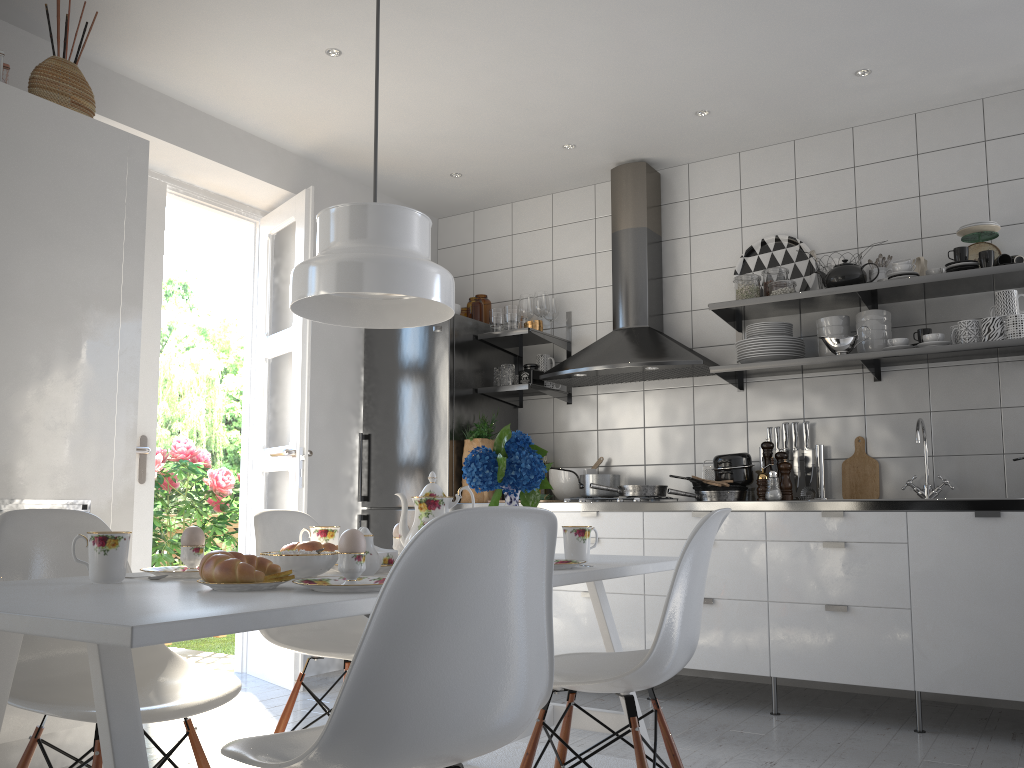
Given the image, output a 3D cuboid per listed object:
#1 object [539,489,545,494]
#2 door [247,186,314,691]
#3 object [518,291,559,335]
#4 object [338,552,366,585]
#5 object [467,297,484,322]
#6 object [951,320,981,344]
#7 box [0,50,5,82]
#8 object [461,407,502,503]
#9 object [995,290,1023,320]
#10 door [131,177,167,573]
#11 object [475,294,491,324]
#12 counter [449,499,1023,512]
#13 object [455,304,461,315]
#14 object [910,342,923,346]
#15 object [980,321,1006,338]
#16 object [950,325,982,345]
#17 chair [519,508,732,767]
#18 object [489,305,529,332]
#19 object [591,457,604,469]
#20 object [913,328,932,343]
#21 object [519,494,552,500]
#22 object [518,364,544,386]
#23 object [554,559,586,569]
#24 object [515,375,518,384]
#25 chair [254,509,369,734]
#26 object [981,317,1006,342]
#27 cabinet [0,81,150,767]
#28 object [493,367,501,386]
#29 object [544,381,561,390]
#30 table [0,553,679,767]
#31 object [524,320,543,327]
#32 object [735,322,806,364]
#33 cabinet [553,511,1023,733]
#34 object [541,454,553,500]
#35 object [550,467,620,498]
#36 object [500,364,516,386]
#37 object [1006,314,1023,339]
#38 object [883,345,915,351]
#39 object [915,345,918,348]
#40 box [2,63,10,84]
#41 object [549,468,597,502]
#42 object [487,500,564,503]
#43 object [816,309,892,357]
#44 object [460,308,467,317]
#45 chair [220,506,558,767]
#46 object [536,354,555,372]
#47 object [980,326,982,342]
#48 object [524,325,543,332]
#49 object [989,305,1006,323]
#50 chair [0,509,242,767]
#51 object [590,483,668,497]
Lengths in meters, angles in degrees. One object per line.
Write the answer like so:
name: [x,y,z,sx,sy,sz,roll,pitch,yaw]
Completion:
object: [0.128,0.561,4.689,0.077,0.140,0.044,-4,-7,32]
door: [-1.131,0.249,4.295,0.157,2.317,0.603,5,-8,-37]
object: [0.143,-0.361,4.829,0.193,0.243,0.206,-4,-8,30]
object: [-0.276,0.318,1.524,0.048,0.057,0.048,2,-7,-17]
object: [-0.201,-0.391,4.831,0.093,0.153,0.093,5,-8,-35]
object: [1.794,-0.194,3.490,0.083,0.100,0.109,0,-7,2]
box: [-1.614,-0.969,2.721,0.081,0.110,0.081,6,-9,-42]
object: [-0.151,0.362,4.508,0.174,0.507,0.284,-2,-7,20]
object: [1.912,-0.307,3.404,0.083,0.100,0.109,3,-8,-23]
door: [-1.792,0.176,3.788,0.157,2.317,0.604,-4,-7,32]
object: [-0.171,-0.397,4.935,0.097,0.194,0.097,-4,-8,32]
counter: [1.229,0.523,3.779,3.243,0.045,0.653,-5,-10,32]
object: [-0.346,-0.387,4.701,0.159,0.109,0.173,-4,-8,27]
object: [1.720,-0.155,3.688,0.121,0.023,0.121,-2,-8,13]
object: [1.906,-0.191,3.509,0.083,0.100,0.109,0,-7,2]
object: [1.815,-0.184,3.560,0.083,0.100,0.109,3,-8,-23]
chair: [0.240,0.690,2.053,0.543,0.797,0.466,-3,-7,21]
object: [-0.018,-0.324,4.699,0.190,0.134,0.229,-3,-8,23]
object: [0.371,0.490,4.573,0.221,0.231,0.081,1,-6,-7]
object: [1.719,-0.189,3.698,0.055,0.078,0.071,1,-7,-7]
object: [0.067,0.552,4.334,0.142,0.053,0.277,7,-11,-41]
object: [0.101,-0.043,4.619,0.100,0.122,0.100,-6,-9,42]
object: [0.075,0.426,2.089,0.201,0.016,0.201,-6,-10,37]
object: [0.056,0.006,4.877,0.083,0.100,0.109,0,-7,2]
chair: [-0.476,0.758,2.522,0.543,0.797,0.466,-3,-7,26]
object: [1.872,-0.204,3.422,0.108,0.100,0.083,-3,-7,21]
cabinet: [-1.861,0.118,2.572,0.513,2.088,1.382,-4,-8,32]
object: [-0.061,-0.029,4.700,0.086,0.119,0.086,-6,-9,42]
object: [0.204,-0.010,4.765,0.108,0.100,0.083,-3,-7,21]
table: [-0.294,0.749,1.977,0.815,0.657,1.832,-5,-9,32]
object: [0.111,-0.304,4.639,0.100,0.048,0.100,5,-9,-34]
object: [1.164,-0.168,4.002,0.306,0.194,0.302,-6,-9,37]
cabinet: [1.226,0.936,3.731,3.242,0.792,0.664,-5,-9,32]
object: [0.178,0.495,4.724,0.090,0.281,0.082,-4,-7,32]
object: [0.365,0.480,4.354,0.348,0.153,0.201,2,-8,-18]
object: [-0.022,-0.042,4.609,0.086,0.119,0.086,-4,-8,29]
object: [1.942,-0.210,3.378,0.108,0.100,0.083,-3,-7,21]
object: [1.579,-0.137,3.617,0.121,0.021,0.121,-5,-9,30]
object: [1.721,-0.146,3.684,0.121,0.023,0.122,-1,-8,4]
box: [-1.644,-0.957,2.804,0.081,0.110,0.081,6,-9,-42]
object: [0.314,0.528,4.570,0.247,0.174,0.248,2,-8,-17]
object: [0.072,0.576,4.331,0.330,0.012,0.221,-5,-10,32]
object: [1.495,-0.197,3.877,0.310,0.216,0.150,-4,-8,30]
object: [-0.271,-0.358,4.965,0.093,0.127,0.093,5,-8,-36]
chair: [-0.184,0.597,1.403,0.466,0.797,0.543,6,-9,-43]
object: [0.174,-0.107,4.791,0.083,0.100,0.109,3,-8,-23]
object: [1.927,-0.181,3.584,0.108,0.100,0.083,-3,-7,21]
object: [0.113,-0.282,4.637,0.100,0.036,0.100,6,-10,-38]
object: [1.970,-0.288,3.541,0.083,0.100,0.109,0,-7,2]
chair: [-0.873,0.669,1.900,0.543,0.797,0.466,-4,-8,31]
object: [0.545,0.490,4.107,0.351,0.060,0.233,-2,-8,11]
